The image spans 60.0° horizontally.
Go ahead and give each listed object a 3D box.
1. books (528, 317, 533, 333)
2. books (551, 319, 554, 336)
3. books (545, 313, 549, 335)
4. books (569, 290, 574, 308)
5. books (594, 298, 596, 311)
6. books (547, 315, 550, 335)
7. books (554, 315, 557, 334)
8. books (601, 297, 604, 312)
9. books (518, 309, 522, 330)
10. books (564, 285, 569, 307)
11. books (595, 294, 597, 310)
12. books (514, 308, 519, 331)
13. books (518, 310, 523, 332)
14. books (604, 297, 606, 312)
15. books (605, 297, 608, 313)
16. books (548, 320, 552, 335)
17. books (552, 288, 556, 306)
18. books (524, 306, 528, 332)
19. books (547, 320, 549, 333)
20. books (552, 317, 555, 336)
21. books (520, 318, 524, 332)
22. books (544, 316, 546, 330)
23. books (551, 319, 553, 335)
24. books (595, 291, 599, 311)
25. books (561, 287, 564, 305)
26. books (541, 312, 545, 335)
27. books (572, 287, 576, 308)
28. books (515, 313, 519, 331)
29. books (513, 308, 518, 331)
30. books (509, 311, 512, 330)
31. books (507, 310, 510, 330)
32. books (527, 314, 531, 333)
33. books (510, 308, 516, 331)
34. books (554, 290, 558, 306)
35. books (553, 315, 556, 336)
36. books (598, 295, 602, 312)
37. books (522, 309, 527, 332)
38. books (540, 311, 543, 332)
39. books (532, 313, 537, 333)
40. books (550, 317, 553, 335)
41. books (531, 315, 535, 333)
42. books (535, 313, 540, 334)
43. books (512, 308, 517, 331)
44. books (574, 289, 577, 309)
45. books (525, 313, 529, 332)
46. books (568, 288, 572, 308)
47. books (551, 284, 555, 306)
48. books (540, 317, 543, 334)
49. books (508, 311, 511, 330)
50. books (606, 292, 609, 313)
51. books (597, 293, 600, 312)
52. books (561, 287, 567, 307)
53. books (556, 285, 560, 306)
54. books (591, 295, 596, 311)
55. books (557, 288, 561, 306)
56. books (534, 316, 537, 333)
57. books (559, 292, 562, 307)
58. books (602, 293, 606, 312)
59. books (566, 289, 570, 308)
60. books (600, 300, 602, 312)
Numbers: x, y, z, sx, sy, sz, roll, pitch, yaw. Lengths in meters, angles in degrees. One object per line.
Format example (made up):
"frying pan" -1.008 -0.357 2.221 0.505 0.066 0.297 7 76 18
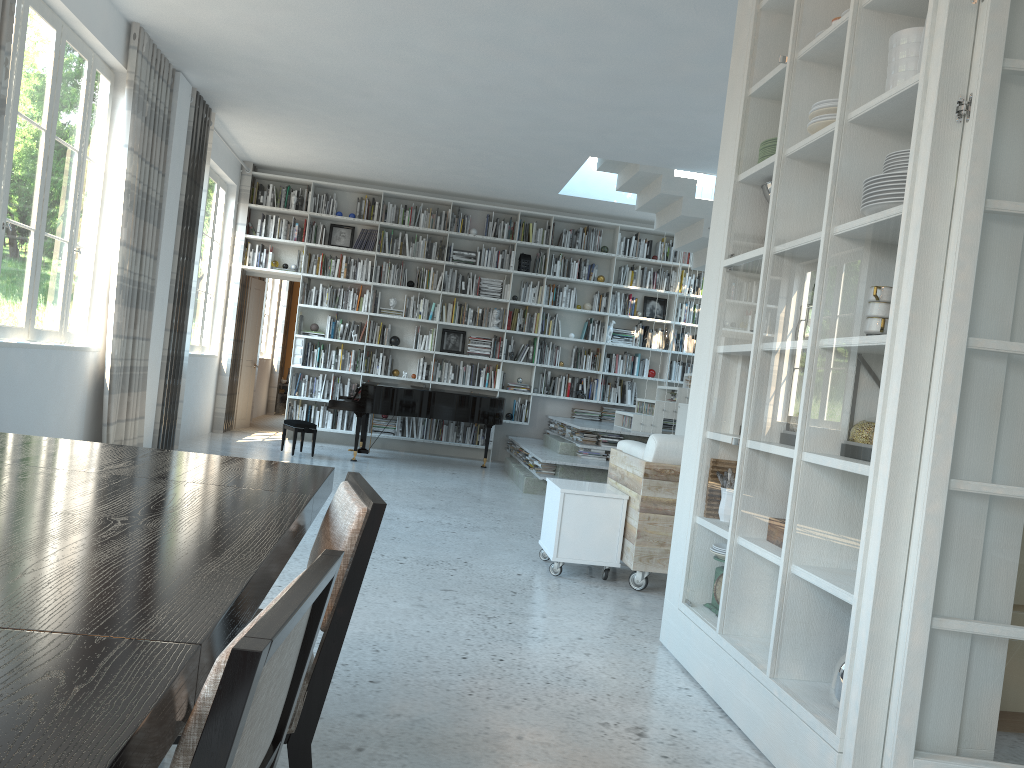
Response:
"books" 0.221 -0.733 11.124 0.034 0.204 0.181 7 1 -7
"books" 0.501 -0.704 11.165 0.007 0.212 0.158 7 1 -7
"books" 0.431 -0.746 11.139 0.013 0.279 0.191 7 1 -7
"books" 0.738 -1.057 11.186 0.021 0.232 0.183 7 1 -7
"books" 1.038 -1.008 11.232 0.005 0.205 0.153 7 1 -7
"books" 0.454 -0.732 11.171 0.013 0.256 0.144 7 1 -7
"books" 0.532 -0.732 11.177 0.006 0.274 0.167 7 1 -7
"books" 1.129 -0.995 11.235 0.013 0.202 0.173 7 1 -7
"books" 0.084 -0.795 11.115 0.019 0.294 0.163 7 1 -7
"books" 0.669 -1.097 11.186 0.027 0.295 0.159 7 1 -7
"books" 1.048 -1.020 11.231 0.012 0.232 0.154 7 1 -7
"books" 0.047 -0.799 11.123 0.035 0.293 0.145 7 1 -7
"books" 0.100 -0.785 11.141 0.035 0.278 0.139 7 1 -7
"books" 1.158 -0.993 11.228 0.013 0.204 0.173 7 1 -7
"books" 1.182 -0.991 11.235 0.012 0.206 0.169 7 1 -7
"books" 0.468 -0.698 11.143 0.017 0.192 0.191 7 1 -7
"books" 0.520 -1.085 11.165 0.013 0.236 0.157 7 1 -7
"books" 0.163 -0.808 11.129 0.021 0.338 0.169 7 1 -7
"books" 0.437 -0.702 11.165 0.014 0.192 0.146 7 1 -7
"books" 0.513 -0.718 11.178 0.017 0.243 0.132 7 1 -7
"books" 0.119 -0.734 11.147 0.030 0.181 0.131 7 1 -7
"books" 0.402 -0.732 11.172 0.007 0.244 0.145 7 1 -7
"books" 0.489 -0.704 11.172 0.014 0.209 0.156 7 1 -7
"books" 1.064 -1.036 11.220 0.015 0.267 0.164 7 1 -7
"books" 0.618 -1.084 11.179 0.011 0.257 0.131 7 1 -7
"books" 0.386 -0.756 11.150 0.035 0.288 0.191 7 1 -7
"books" 0.764 -1.074 11.177 0.024 0.272 0.169 7 1 -7
"books" 0.064 -0.766 11.117 0.015 0.232 0.180 7 1 -7
"books" 0.036 -0.800 11.107 0.035 0.293 0.145 7 1 -7
"books" -0.025 -0.785 11.131 0.013 0.247 0.176 7 1 -7
"books" -0.055 -0.793 11.117 0.015 0.255 0.150 7 1 -7
"books" 0.200 -0.755 11.113 0.027 0.242 0.188 7 1 -7
"books" 0.010 -0.803 11.108 0.035 0.293 0.145 7 1 -7
"books" 0.537 -1.073 11.169 0.026 0.216 0.161 7 1 -7
"books" 0.527 -0.730 11.170 0.006 0.270 0.178 7 1 -7
"books" 1.103 -1.012 11.238 0.016 0.228 0.160 7 1 -7
"books" 0.149 -0.787 11.109 0.019 0.293 0.182 7 1 -7
"books" 0.357 -0.775 11.142 0.006 0.319 0.164 7 1 -7
"books" 0.272 -0.759 11.144 0.032 0.266 0.143 7 1 -7
"books" 0.481 -0.722 11.170 0.008 0.242 0.169 7 1 -7
"books" 0.246 -0.748 11.147 0.028 0.239 0.145 7 1 -7
"books" 0.308 -0.755 11.160 0.033 0.269 0.141 7 1 -7
"books" 0.022 -0.802 11.120 0.035 0.293 0.145 7 1 -7
"books" 0.799 -1.060 11.205 0.034 0.254 0.161 7 1 -7
"books" 0.175 -0.763 11.135 0.033 0.253 0.174 7 1 -7
"books" 0.716 -1.075 11.197 0.024 0.262 0.133 7 1 -7
"books" 0.507 -1.111 11.182 0.014 0.284 0.135 7 1 -7
"books" 0.360 -0.725 11.158 0.015 0.220 0.154 7 1 -7
"books" -0.039 -0.785 11.118 0.014 0.244 0.145 7 1 -7
"books" 1.196 -1.026 11.228 0.005 0.278 0.182 7 1 -7
"books" 1.077 -1.023 11.233 0.016 0.244 0.151 7 1 -7
"books" 0.642 -1.084 11.158 0.030 0.263 0.182 7 1 -7
"books" 0.563 -1.102 11.151 0.014 0.280 0.177 7 1 -7
"books" 1.028 -1.017 11.235 0.015 0.220 0.140 7 1 -7
"books" 0.578 -1.079 11.160 0.022 0.237 0.164 7 1 -7
"books" 0.288 -0.747 11.161 0.019 0.248 0.149 7 1 -7
"books" 0.597 -1.055 11.172 0.025 0.194 0.171 7 1 -7
"books" 1.147 -1.021 11.227 0.016 0.257 0.175 7 1 -7
"books" 0.693 -1.069 11.175 0.025 0.245 0.183 7 1 -7
"books" 1.115 -0.999 11.245 0.012 0.206 0.137 7 1 -7
